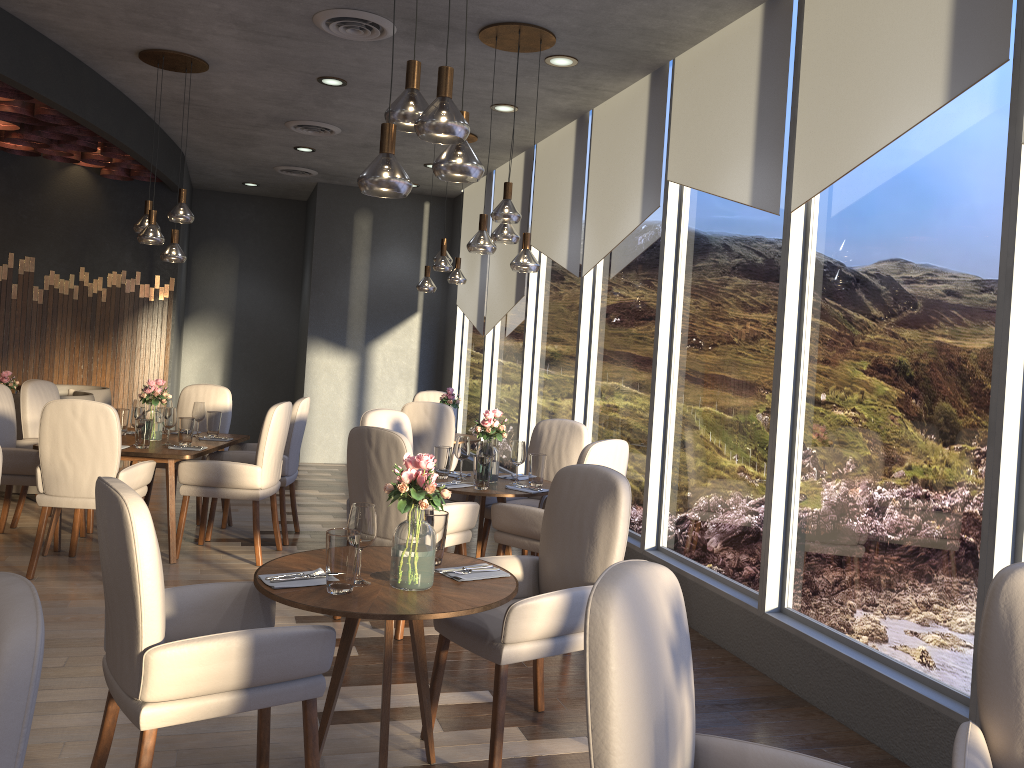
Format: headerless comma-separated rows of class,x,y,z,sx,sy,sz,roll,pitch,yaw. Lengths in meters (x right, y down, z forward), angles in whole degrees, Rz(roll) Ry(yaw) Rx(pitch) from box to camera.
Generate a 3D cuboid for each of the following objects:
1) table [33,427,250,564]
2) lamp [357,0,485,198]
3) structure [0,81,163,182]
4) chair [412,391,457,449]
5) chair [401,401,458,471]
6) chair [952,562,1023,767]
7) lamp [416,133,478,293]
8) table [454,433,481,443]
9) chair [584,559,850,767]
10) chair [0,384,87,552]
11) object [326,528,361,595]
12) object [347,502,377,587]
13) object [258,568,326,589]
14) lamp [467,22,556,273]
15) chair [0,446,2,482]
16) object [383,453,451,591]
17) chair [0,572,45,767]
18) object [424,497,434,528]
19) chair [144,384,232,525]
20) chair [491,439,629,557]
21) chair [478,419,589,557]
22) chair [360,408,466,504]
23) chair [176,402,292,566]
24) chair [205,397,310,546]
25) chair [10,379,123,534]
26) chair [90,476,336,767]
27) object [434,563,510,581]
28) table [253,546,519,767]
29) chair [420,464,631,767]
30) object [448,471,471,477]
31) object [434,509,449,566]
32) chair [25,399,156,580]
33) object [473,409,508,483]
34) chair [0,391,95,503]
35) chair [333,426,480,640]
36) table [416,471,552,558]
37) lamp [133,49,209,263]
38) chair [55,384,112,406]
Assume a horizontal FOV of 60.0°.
table,-2.415,0.705,5.908,0.964,0.665,1.308,4,2,-1
lamp,-0.244,-1.248,2.829,0.439,1.326,0.439,4,0,-15
structure,-4.532,-2.118,4.377,2.756,0.556,9.453,4,2,12
chair,-0.737,0.574,8.085,0.528,1.000,0.600,4,1,-5
chair,-0.679,0.618,6.925,0.528,1.000,0.600,4,1,-4
chair,1.183,0.919,1.807,0.529,1.000,0.599,4,1,26
lamp,-0.551,-1.429,7.465,0.439,1.326,0.440,4,0,-19
table,-0.698,0.766,7.478,0.833,0.662,0.834,3,1,-16
chair,0.427,0.875,1.613,0.600,1.000,0.528,4,1,29
chair,-3.061,0.506,5.624,0.599,1.000,0.528,4,1,-6
object,-0.503,0.525,2.621,0.102,0.178,0.102,4,1,3
object,-0.464,0.492,2.724,0.092,0.244,0.092,4,0,37
object,-0.637,0.593,2.726,0.255,0.019,0.157,2,2,-33
lamp,-0.013,-1.309,5.034,0.439,1.326,0.440,4,0,-25
chair,-2.129,0.658,3.002,0.600,1.000,0.528,4,1,13
object,-0.301,0.417,2.724,0.210,0.416,0.197,4,1,45
chair,-1.002,0.796,1.182,0.599,1.000,0.529,3,1,-42
object,-0.305,0.495,2.927,0.092,0.244,0.092,4,0,-32
chair,-2.448,0.508,6.748,0.528,1.000,0.600,4,1,1
chair,0.260,0.758,4.678,0.600,1.000,0.528,4,1,39
chair,0.146,0.722,5.495,0.529,1.000,0.599,4,1,35
chair,-0.631,0.674,5.422,0.600,1.000,0.528,4,1,38
chair,-1.749,0.592,5.644,0.600,1.000,0.528,4,1,1
chair,-1.755,0.572,6.210,0.599,1.000,0.528,4,1,-4
chair,-3.089,0.485,6.193,0.600,1.000,0.528,4,1,2
chair,-0.872,0.759,2.507,0.599,1.000,0.529,3,1,-36
object,-0.147,0.618,2.928,0.255,0.019,0.157,2,2,-35
table,-0.416,0.945,2.843,0.835,0.662,0.833,5,1,32
chair,0.073,0.798,3.180,0.599,1.000,0.529,3,1,-37
object,-0.347,0.526,5.219,0.255,0.019,0.157,5,2,37
object,-0.273,0.526,3.031,0.102,0.178,0.102,4,1,21
chair,-2.395,0.569,5.077,0.528,1.000,0.600,4,1,-4
object,-0.125,0.349,5.033,0.210,0.416,0.198,4,0,-20
chair,-3.711,0.491,7.118,0.596,0.837,0.773,4,1,32
chair,-0.540,0.709,4.560,0.529,1.000,0.599,4,1,35
table,-0.169,0.885,5.033,0.833,0.662,0.835,3,1,-19
lamp,-2.290,-1.490,5.897,0.439,1.326,0.439,4,0,21
chair,-3.968,0.444,8.013,0.775,0.837,0.595,4,1,27
